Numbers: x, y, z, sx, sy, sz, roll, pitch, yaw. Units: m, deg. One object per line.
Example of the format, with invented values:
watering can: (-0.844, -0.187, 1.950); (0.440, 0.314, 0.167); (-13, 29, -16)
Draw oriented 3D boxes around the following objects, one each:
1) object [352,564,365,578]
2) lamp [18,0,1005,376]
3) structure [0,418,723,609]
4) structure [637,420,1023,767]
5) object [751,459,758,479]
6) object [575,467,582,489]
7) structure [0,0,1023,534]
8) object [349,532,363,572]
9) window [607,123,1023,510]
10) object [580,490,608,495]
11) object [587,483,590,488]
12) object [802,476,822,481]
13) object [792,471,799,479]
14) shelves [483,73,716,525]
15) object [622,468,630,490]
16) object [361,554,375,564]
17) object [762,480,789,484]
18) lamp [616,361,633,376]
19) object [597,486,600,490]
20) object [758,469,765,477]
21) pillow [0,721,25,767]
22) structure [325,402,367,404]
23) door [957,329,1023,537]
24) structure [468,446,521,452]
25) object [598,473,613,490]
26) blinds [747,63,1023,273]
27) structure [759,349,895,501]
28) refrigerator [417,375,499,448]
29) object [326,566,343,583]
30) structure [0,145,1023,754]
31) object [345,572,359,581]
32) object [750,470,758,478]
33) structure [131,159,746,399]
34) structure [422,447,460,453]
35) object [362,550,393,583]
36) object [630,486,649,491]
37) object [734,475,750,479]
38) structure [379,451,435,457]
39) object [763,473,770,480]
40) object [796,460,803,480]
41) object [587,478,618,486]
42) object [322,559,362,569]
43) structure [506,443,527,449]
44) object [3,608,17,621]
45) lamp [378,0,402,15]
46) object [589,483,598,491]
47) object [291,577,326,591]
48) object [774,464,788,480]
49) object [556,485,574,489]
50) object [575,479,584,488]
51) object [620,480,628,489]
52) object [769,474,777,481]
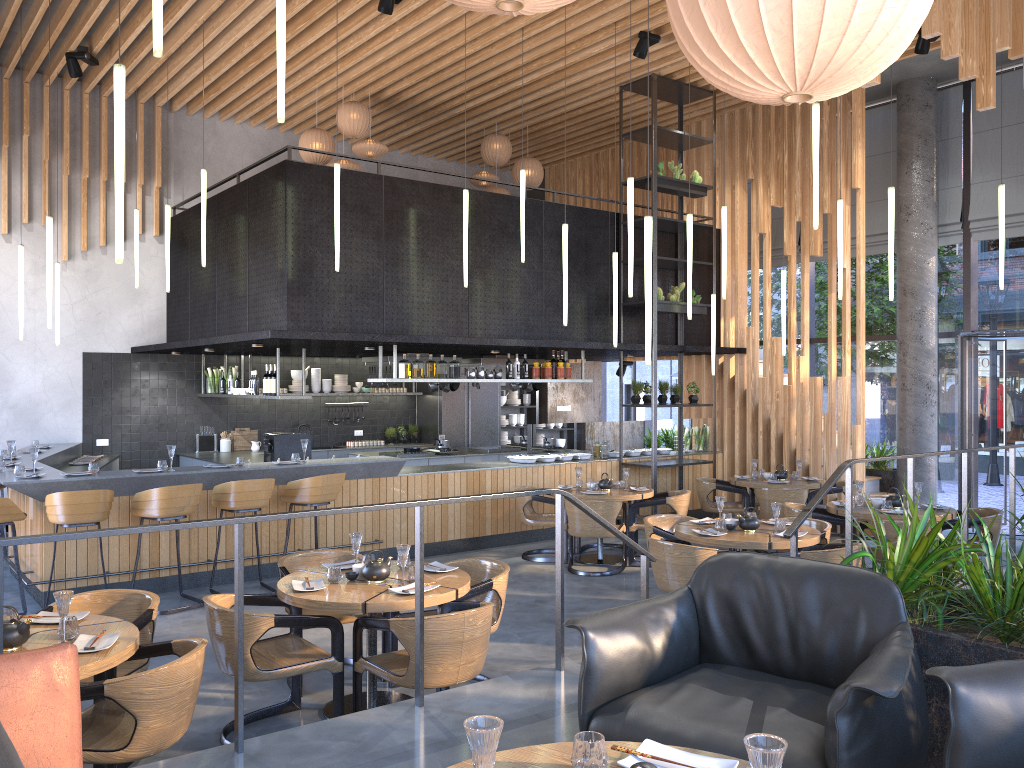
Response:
object: (-0.874, 1.092, 5.179); (0.116, 0.065, 0.116); (0, 0, 32)
lamp: (-1.440, -5.221, 9.243); (8.975, 10.231, 8.774); (0, 0, -39)
structure: (-1.933, 1.179, 11.664); (8.945, 1.400, 4.889); (0, 0, -37)
structure: (3.284, 1.075, 9.445); (4.306, 1.608, 15.715); (0, 0, 1)
object: (2.883, 1.011, 10.532); (0.082, 0.227, 0.082); (0, 0, -5)
object: (0.714, 1.011, 9.529); (0.082, 0.227, 0.082); (0, 0, -17)
structure: (-0.739, -1.075, 9.209); (10.399, 5.894, 10.127); (0, 0, -37)
object: (-0.936, 1.011, 5.324); (0.082, 0.227, 0.082); (0, 0, 22)
window: (0.659, -1.070, 8.403); (12.739, 5.897, 12.900); (0, 0, -37)
object: (0.820, 1.112, 9.089); (0.294, 0.025, 0.170); (0, 0, 33)
object: (0.853, 1.092, 9.456); (0.116, 0.065, 0.116); (0, 0, 38)
object: (3.517, 1.112, 10.420); (0.170, 0.025, 0.294); (0, 0, -1)
object: (3.373, 1.081, 10.545); (0.086, 0.086, 0.086); (0, 0, -45)
shelves: (0.955, -0.967, 13.549); (1.247, 5.690, 5.494); (0, 0, -27)
object: (1.215, 1.011, 9.436); (0.082, 0.227, 0.082); (0, 0, -43)
object: (-0.870, 1.081, 5.378); (0.086, 0.086, 0.086); (0, 0, -12)
object: (2.989, 1.112, 10.093); (0.294, 0.025, 0.170); (0, 0, 33)
lamp: (1.912, -0.298, 15.284); (0.270, 0.367, 0.302); (0, 0, -32)
object: (0.884, 1.104, 9.350); (0.080, 0.042, 0.080); (0, 0, 38)
object: (3.038, 1.081, 10.776); (0.086, 0.086, 0.086); (0, 0, 39)
pillow: (-1.070, 0.778, 1.669); (0.242, 0.345, 0.418); (0, 0, 3)
structure: (-2.619, 0.306, 14.074); (0.743, 0.018, 0.074); (0, 0, -37)
door: (6.621, 0.615, 10.754); (2.186, 2.526, 2.186); (0, 0, -17)
structure: (-0.256, 0.947, 13.074); (0.599, 0.060, 0.510); (0, 0, -37)
object: (1.000, 1.035, 9.434); (0.168, 0.179, 0.163); (0, 0, 19)
blinds: (5.003, -2.867, 8.063); (8.760, 2.314, 17.610); (0, 0, 6)
structure: (4.051, 0.679, 12.324); (1.000, 2.400, 2.530); (0, 0, -37)
refrigerator: (-0.901, 0.865, 14.888); (1.131, 2.027, 0.803); (0, 0, -37)
object: (-1.006, 1.081, 5.021); (0.086, 0.086, 0.086); (0, 0, -35)
structure: (-0.329, -0.303, 9.389); (11.718, 4.117, 9.054); (0, 0, -37)
object: (-0.916, 1.104, 5.077); (0.080, 0.042, 0.080); (0, 0, 17)
object: (2.900, 1.081, 10.616); (0.086, 0.086, 0.086); (0, 0, 35)
structure: (-0.302, -1.012, 12.778); (8.600, 2.382, 4.958); (0, 0, -37)
structure: (-1.008, 0.926, 12.503); (0.317, 0.060, 0.502); (0, 0, -37)
object: (-0.774, 1.035, 5.069); (0.168, 0.179, 0.163); (0, 0, 1)
object: (1.347, 1.112, 9.417); (0.170, 0.025, 0.294); (0, 0, -1)
object: (2.749, 1.112, 10.597); (0.170, 0.025, 0.294); (0, 0, 11)
structure: (-1.442, 0.947, 12.178); (0.599, 0.060, 0.510); (0, 0, -37)
object: (3.022, 1.092, 10.459); (0.116, 0.065, 0.116); (0, 0, 38)
object: (3.384, 1.011, 10.440); (0.082, 0.227, 0.082); (0, 0, -43)
object: (1.004, 1.082, 9.829); (0.335, 0.086, 0.253); (0, 0, 11)
object: (-0.999, 1.112, 5.458); (0.294, 0.025, 0.170); (0, 0, -40)
structure: (0.178, 0.926, 13.399); (0.317, 0.060, 0.502); (0, 0, -37)
object: (-2.333, 1.081, 4.094); (0.086, 0.086, 0.086); (0, 0, 25)
lamp: (-1.160, -3.704, 8.518); (0.270, 0.367, 0.302); (0, 0, -32)
object: (0.850, 1.081, 9.250); (0.086, 0.086, 0.086); (0, 0, 16)
object: (-1.130, 1.112, 4.915); (0.170, 0.025, 0.294); (0, 0, -18)
object: (3.166, 1.035, 10.436); (0.163, 0.179, 0.168); (0, 0, 15)
object: (0.580, 1.112, 9.594); (0.170, 0.025, 0.294); (0, 0, 11)
object: (0.731, 1.081, 9.613); (0.086, 0.086, 0.086); (0, 0, 39)
object: (1.203, 1.081, 9.541); (0.086, 0.086, 0.086); (0, 0, 0)
object: (3.019, 1.081, 10.253); (0.086, 0.086, 0.086); (0, 0, 12)
